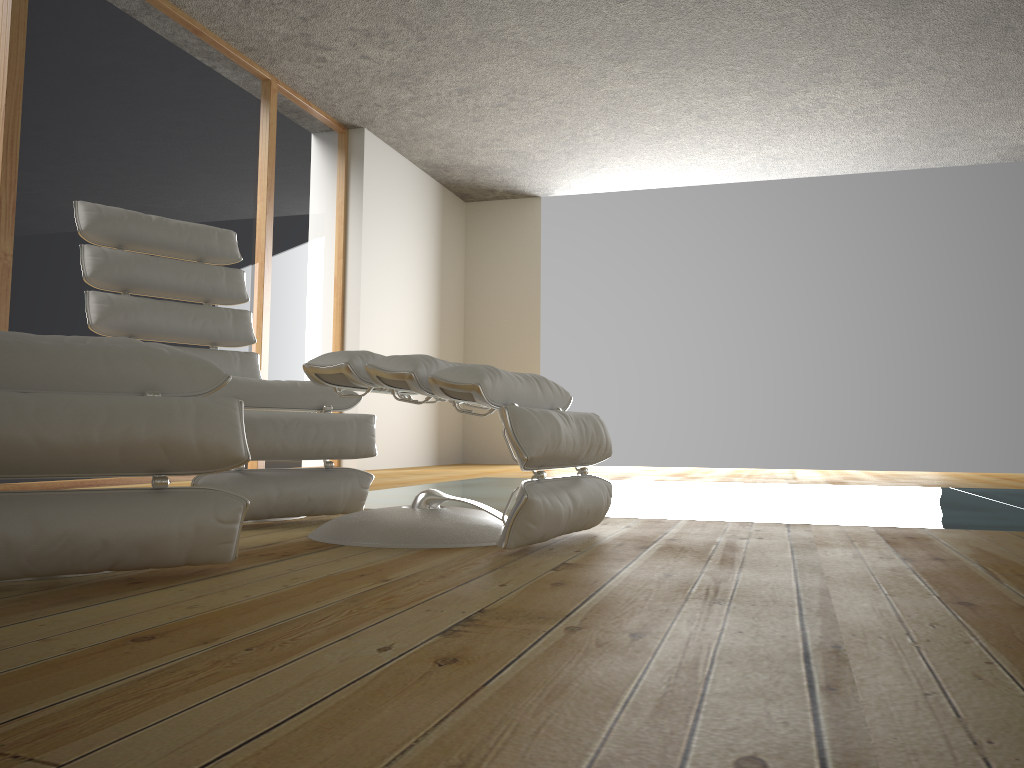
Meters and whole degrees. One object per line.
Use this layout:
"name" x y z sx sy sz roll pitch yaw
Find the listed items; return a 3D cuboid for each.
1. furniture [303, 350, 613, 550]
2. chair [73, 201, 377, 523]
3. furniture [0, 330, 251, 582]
"furniture" -0.151 0.145 2.144 0.686 0.440 0.568 -1 -5 24
"chair" -0.890 -0.095 2.677 0.913 0.971 0.568 -3 -6 42
"furniture" -0.874 0.107 1.625 0.569 0.440 0.685 4 -5 -37
